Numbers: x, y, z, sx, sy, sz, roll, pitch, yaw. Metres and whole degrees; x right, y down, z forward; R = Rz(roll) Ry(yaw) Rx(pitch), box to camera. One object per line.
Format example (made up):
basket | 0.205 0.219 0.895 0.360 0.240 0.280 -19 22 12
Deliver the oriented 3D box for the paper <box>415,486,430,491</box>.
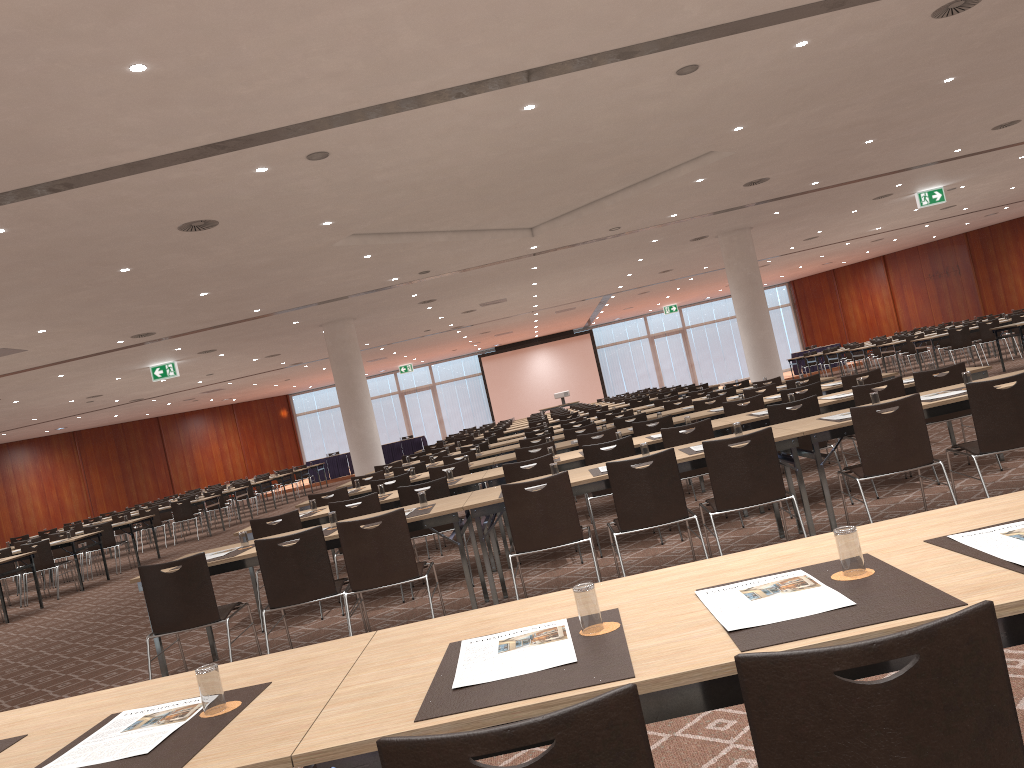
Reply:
paper | -0.783 0.954 8.217 0.283 0.006 0.398 -13 -1 3

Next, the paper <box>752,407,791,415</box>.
paper | 2.377 0.246 8.125 0.283 0.006 0.398 -13 -1 1

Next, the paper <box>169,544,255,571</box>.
paper | -2.043 1.196 6.183 0.460 0.003 0.565 -13 -1 5

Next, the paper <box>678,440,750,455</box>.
paper | 1.412 0.423 6.130 0.460 0.003 0.565 -13 -1 3

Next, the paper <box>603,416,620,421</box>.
paper | 1.596 0.550 14.153 0.283 0.006 0.398 -13 -1 1

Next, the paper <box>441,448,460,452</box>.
paper | -1.146 1.210 16.182 0.460 0.003 0.565 -13 -1 0

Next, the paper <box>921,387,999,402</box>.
paper | 2.987 0.070 6.080 0.460 0.003 0.565 -13 -1 4

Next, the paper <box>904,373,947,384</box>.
paper | 3.719 -0.052 8.041 0.460 0.003 0.565 -13 -1 5

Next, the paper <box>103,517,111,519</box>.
paper | -10.013 3.314 21.930 0.460 0.003 0.565 -13 -1 -1

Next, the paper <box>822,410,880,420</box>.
paper | 2.343 0.211 6.155 0.283 0.006 0.398 -13 -1 1

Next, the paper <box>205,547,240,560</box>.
paper | -2.108 1.208 6.271 0.283 0.006 0.398 -13 -1 2

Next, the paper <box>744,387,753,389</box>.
paper | 3.854 0.044 14.098 0.283 0.006 0.398 -13 -1 3

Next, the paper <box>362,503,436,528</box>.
paper | -0.775 0.912 6.155 0.460 0.003 0.565 -13 -1 -1

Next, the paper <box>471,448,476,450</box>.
paper | -0.613 1.045 14.223 0.283 0.006 0.398 -13 -1 2

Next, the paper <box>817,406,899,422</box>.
paper | 2.397 0.202 6.099 0.460 0.003 0.565 -13 -1 4

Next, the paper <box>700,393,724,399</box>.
paper | 3.266 0.179 14.065 0.460 0.003 0.565 -13 -1 0

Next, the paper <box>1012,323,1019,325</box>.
paper | 9.337 -1.139 15.882 0.460 0.003 0.565 -13 -1 3

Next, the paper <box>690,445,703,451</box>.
paper | 1.397 0.423 6.162 0.283 0.006 0.398 -13 -1 5

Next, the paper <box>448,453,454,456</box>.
paper | -1.176 1.173 14.180 0.460 0.003 0.565 -13 -1 1

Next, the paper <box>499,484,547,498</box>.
paper | 0.145 0.705 6.114 0.460 0.003 0.565 -13 -1 2

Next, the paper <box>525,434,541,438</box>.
paper | 0.353 0.828 14.201 0.283 0.006 0.398 -13 -1 0

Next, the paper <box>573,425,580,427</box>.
paper | 0.980 0.688 14.187 0.283 0.006 0.398 -13 -1 5

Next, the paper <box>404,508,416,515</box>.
paper | -0.839 0.924 6.236 0.283 0.006 0.398 -13 -1 3

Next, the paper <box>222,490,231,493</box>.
paper | -7.145 2.672 21.846 0.460 0.003 0.565 -13 -1 4

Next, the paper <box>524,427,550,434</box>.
paper | 0.449 0.852 16.127 0.460 0.003 0.565 -13 -1 5

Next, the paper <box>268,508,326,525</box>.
paper | -2.010 1.232 8.212 0.460 0.003 0.565 -13 -1 3

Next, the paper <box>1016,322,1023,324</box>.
paper | 9.267 -1.126 15.925 0.283 0.006 0.398 -13 -1 0

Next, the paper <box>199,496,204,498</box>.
paper | -7.781 2.814 21.859 0.460 0.003 0.565 -13 -1 2

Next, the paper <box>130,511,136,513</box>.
paper | -9.426 3.180 21.978 0.283 0.006 0.398 -13 -1 1

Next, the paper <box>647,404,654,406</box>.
paper | 2.600 0.368 16.135 0.283 0.006 0.398 -13 -1 2

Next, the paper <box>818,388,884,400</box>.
paper | 3.081 0.091 8.035 0.460 0.003 0.565 -13 -1 1

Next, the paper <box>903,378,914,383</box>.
paper | 3.656 -0.041 8.093 0.283 0.006 0.398 -13 -1 1

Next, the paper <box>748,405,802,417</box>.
paper | 2.413 0.241 8.073 0.460 0.003 0.565 -13 -1 3

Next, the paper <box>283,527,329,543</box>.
paper | -1.483 1.068 6.250 0.283 0.006 0.398 -13 -1 4

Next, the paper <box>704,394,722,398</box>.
paper | 3.188 0.193 14.113 0.283 0.006 0.398 -13 -1 2

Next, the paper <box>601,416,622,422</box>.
paper | 1.650 0.540 14.100 0.460 0.003 0.565 -13 -1 1

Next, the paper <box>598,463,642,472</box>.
paper | 0.751 0.567 6.177 0.283 0.006 0.398 -13 -1 2

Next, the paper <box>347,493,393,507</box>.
paper | -1.363 1.087 8.185 0.460 0.003 0.565 -13 -1 0

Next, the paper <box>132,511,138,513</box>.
paper | -9.359 3.168 21.931 0.460 0.003 0.565 -13 -1 2

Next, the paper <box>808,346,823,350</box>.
paper | 11.282 -1.340 32.889 0.460 0.003 0.565 -13 -1 2

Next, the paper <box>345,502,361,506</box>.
paper | -1.430 1.099 8.261 0.283 0.006 0.398 -13 -1 2

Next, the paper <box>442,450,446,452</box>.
paper | -1.165 1.211 16.229 0.283 0.006 0.398 -13 -1 2

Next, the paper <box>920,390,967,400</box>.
paper | 2.936 0.078 6.139 0.283 0.006 0.398 -13 -1 0

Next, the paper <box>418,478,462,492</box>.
paper | -0.710 0.941 8.182 0.460 0.003 0.565 -13 -1 5

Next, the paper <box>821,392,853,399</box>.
paper | 3.016 0.103 8.104 0.283 0.006 0.398 -13 -1 3

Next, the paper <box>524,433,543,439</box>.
paper | 0.411 0.818 14.115 0.460 0.003 0.565 -13 -1 -1

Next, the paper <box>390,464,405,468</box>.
paper | -1.854 1.323 14.267 0.283 0.006 0.398 -13 -1 4

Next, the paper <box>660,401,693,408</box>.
paper | 2.615 0.324 14.055 0.460 0.003 0.565 -13 -1 1

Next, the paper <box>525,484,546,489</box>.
paper | 0.120 0.709 6.194 0.283 0.006 0.398 -13 -1 0

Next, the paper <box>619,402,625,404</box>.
paper | 2.775 0.446 21.617 0.283 0.006 0.398 -13 -1 1

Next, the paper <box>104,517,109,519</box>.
paper | -10.046 3.319 22.002 0.283 0.006 0.398 -13 -1 -2

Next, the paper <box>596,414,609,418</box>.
paper | 1.664 0.578 16.173 0.283 0.006 0.398 -13 -1 3

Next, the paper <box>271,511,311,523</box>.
paper | -2.051 1.238 8.281 0.283 0.006 0.398 -13 -1 3

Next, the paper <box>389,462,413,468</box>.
paper | -1.830 1.320 14.214 0.460 0.003 0.565 -13 -1 0

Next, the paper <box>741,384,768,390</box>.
paper | 3.860 0.045 14.006 0.460 0.003 0.565 -13 -1 2

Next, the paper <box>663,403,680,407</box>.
paper | 2.552 0.335 14.112 0.283 0.006 0.398 -13 -1 3

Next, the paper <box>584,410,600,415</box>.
paper | 1.812 0.622 19.579 0.460 0.003 0.565 -13 -1 2

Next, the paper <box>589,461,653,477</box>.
paper | 0.769 0.566 6.127 0.460 0.003 0.565 -13 -1 1

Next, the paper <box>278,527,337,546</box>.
paper | -1.425 1.058 6.185 0.460 0.003 0.565 -13 -1 4
